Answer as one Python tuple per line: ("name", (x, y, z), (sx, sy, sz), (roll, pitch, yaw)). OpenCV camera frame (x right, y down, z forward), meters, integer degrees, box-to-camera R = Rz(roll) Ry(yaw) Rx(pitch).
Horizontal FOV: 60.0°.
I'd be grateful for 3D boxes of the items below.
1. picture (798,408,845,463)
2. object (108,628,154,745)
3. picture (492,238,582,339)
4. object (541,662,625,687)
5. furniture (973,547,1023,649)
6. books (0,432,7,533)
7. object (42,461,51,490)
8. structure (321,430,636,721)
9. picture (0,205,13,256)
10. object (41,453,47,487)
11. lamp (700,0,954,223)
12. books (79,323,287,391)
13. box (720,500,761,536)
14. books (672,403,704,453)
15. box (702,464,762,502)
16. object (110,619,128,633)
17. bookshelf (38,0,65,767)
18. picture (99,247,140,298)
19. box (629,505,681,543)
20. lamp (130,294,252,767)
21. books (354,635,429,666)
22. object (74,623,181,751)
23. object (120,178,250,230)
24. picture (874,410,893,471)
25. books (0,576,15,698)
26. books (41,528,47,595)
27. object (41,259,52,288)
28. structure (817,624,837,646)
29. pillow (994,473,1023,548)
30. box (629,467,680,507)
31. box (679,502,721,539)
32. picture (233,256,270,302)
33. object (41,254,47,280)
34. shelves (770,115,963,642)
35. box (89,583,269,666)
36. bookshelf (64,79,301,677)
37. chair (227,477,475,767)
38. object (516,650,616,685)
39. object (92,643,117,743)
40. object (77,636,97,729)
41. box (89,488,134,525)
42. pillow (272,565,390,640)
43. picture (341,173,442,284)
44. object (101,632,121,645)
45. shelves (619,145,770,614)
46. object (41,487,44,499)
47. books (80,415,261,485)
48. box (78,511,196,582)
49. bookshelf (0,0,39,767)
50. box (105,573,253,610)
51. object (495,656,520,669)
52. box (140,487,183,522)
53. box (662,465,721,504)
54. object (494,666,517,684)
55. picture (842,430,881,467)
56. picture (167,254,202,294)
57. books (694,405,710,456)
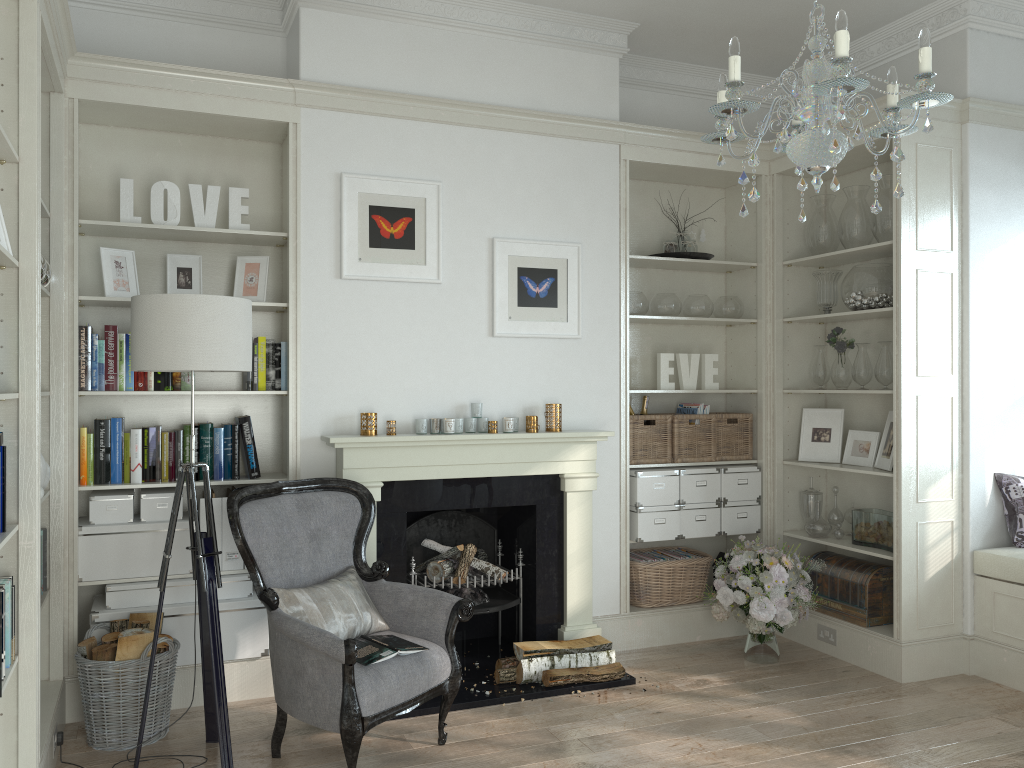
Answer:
("picture", (1.752, 0.289, 5.006), (0.231, 0.300, 0.127), (0, 0, 38))
("object", (-1.508, 1.190, 3.483), (0.165, 0.456, 0.148), (0, 0, 44))
("picture", (0.135, -0.486, 4.545), (0.494, 0.496, 0.024), (0, 0, -22))
("object", (0.332, 1.354, 4.133), (0.389, 0.085, 0.109), (0, 0, -21))
("furniture", (3.219, 0.995, 3.041), (0.837, 0.459, 3.150), (0, 0, -22))
("books", (-1.490, 0.286, 2.330), (0.207, 0.302, 0.762), (0, 0, -21))
("object", (-1.897, 0.325, 3.481), (0.154, 0.225, 0.153), (0, 0, 12))
("structure", (-0.237, 0.835, 4.418), (1.432, 1.191, 1.026), (0, 0, -22))
("picture", (-1.569, -0.474, 2.564), (0.124, 0.188, 0.202), (0, 0, 8))
("object", (-1.813, 0.240, 3.289), (0.155, 0.397, 0.155), (0, 0, -37))
("lamp", (0.793, -1.727, 2.310), (0.648, 2.542, 0.577), (0, 0, 38))
("books", (-1.514, -0.120, 4.114), (0.919, 0.301, 0.209), (0, 0, -22))
("box", (1.222, 0.756, 5.193), (0.270, 0.191, 0.400), (0, 0, -22))
("books", (0.954, 0.263, 5.099), (0.205, 0.306, 0.221), (0, 0, -22))
("box", (1.224, 0.565, 5.187), (0.270, 0.191, 0.400), (0, 0, -22))
("object", (-1.625, 1.263, 3.664), (0.077, 0.564, 0.147), (0, 0, -27))
("bookshelf", (-1.879, -0.023, 3.201), (0.399, 2.523, 0.972), (0, 0, -22))
("picture", (-1.750, -0.489, 3.947), (0.094, 0.228, 0.153), (0, 0, 43))
("box", (0.722, 0.755, 4.978), (0.270, 0.191, 0.400), (0, 0, -22))
("lamp", (-1.198, 0.553, 3.325), (0.429, 1.739, 0.429), (0, 0, 11))
("books", (-0.498, 0.990, 3.346), (0.224, 0.046, 0.304), (0, 0, 43))
("object", (-0.168, 1.213, 4.023), (3.296, 0.432, 0.395), (0, 0, -18))
("object", (-1.484, -0.806, 4.042), (0.554, 0.216, 0.039), (0, 0, -22))
("picture", (1.949, 0.287, 4.531), (0.124, 0.300, 0.202), (0, 0, 3))
("books", (-1.525, 0.699, 2.487), (0.205, 0.291, 0.465), (0, 0, -22))
("books", (-1.918, 0.702, 3.399), (0.205, 0.291, 0.465), (0, 0, -22))
("object", (-1.937, -0.447, 3.536), (0.185, 0.140, 0.185), (0, 0, -3))
("structure", (1.658, 1.320, 4.668), (0.010, 0.084, 0.140), (0, 0, -22))
("pillow", (2.668, 0.640, 4.385), (0.550, 0.398, 0.229), (0, 0, -10))
("box", (0.717, 0.565, 4.977), (0.270, 0.191, 0.400), (0, 0, -22))
("box", (0.966, 0.756, 5.089), (0.270, 0.191, 0.400), (0, 0, -22))
("picture", (-1.220, -0.489, 4.166), (0.153, 0.228, 0.094), (0, 0, 3))
("object", (-1.855, -0.448, 3.337), (0.185, 0.140, 0.185), (0, 0, -3))
("shelves", (1.856, -0.020, 4.744), (0.399, 2.523, 0.972), (0, 0, -22))
("box", (-1.499, 1.095, 4.021), (0.734, 0.264, 0.374), (0, 0, -22))
("bookshelf", (-1.504, -0.020, 4.092), (0.988, 2.523, 0.399), (0, 0, -22))
("chair", (-0.655, 0.907, 3.433), (0.763, 1.024, 0.778), (0, 0, 33))
("object", (0.260, 1.331, 4.173), (0.483, 0.128, 0.084), (0, 0, -21))
("object", (-1.602, 1.230, 3.514), (0.116, 0.392, 0.106), (0, 0, -26))
("object", (-1.676, 1.272, 3.580), (0.142, 0.486, 0.139), (0, 0, -23))
("box", (-1.798, 0.549, 3.991), (0.179, 0.126, 0.264), (0, 0, -22))
("pillow", (-0.693, 0.881, 3.422), (0.210, 0.263, 0.547), (0, 0, 28))
("picture", (-0.573, -0.741, 4.253), (0.494, 0.496, 0.024), (0, 0, -22))
("object", (-1.581, 1.275, 3.606), (0.119, 0.526, 0.169), (0, 0, 28))
("shelves", (0.959, -0.019, 5.110), (0.992, 2.523, 0.399), (0, 0, -22))
("object", (-1.734, 0.378, 3.122), (0.154, 0.116, 0.152), (0, 0, -25))
("books", (-1.557, 0.291, 4.079), (0.763, 0.302, 0.215), (0, 0, -21))
("box", (-1.698, 0.729, 4.023), (0.499, 0.238, 0.337), (0, 0, -22))
("bookshelf", (-1.508, -0.026, 2.303), (0.399, 2.523, 0.972), (0, 0, -22))
("box", (-1.495, 0.916, 3.997), (0.608, 0.099, 0.219), (0, 0, -22))
("object", (0.177, 1.335, 4.302), (0.516, 0.123, 0.118), (0, 0, -25))
("box", (-1.609, 0.549, 4.069), (0.179, 0.126, 0.264), (0, 0, -22))
("box", (0.970, 0.565, 5.095), (0.270, 0.191, 0.400), (0, 0, -22))
("object", (0.193, 1.358, 4.225), (0.561, 0.078, 0.078), (0, 0, -22))
("picture", (1.909, 0.347, 4.795), (0.124, 0.192, 0.206), (0, 0, -27))
("picture", (-1.520, -0.489, 4.114), (0.153, 0.228, 0.094), (0, 0, -22))
("books", (0.992, 0.273, 5.115), (0.205, 0.306, 0.221), (0, 0, -22))
